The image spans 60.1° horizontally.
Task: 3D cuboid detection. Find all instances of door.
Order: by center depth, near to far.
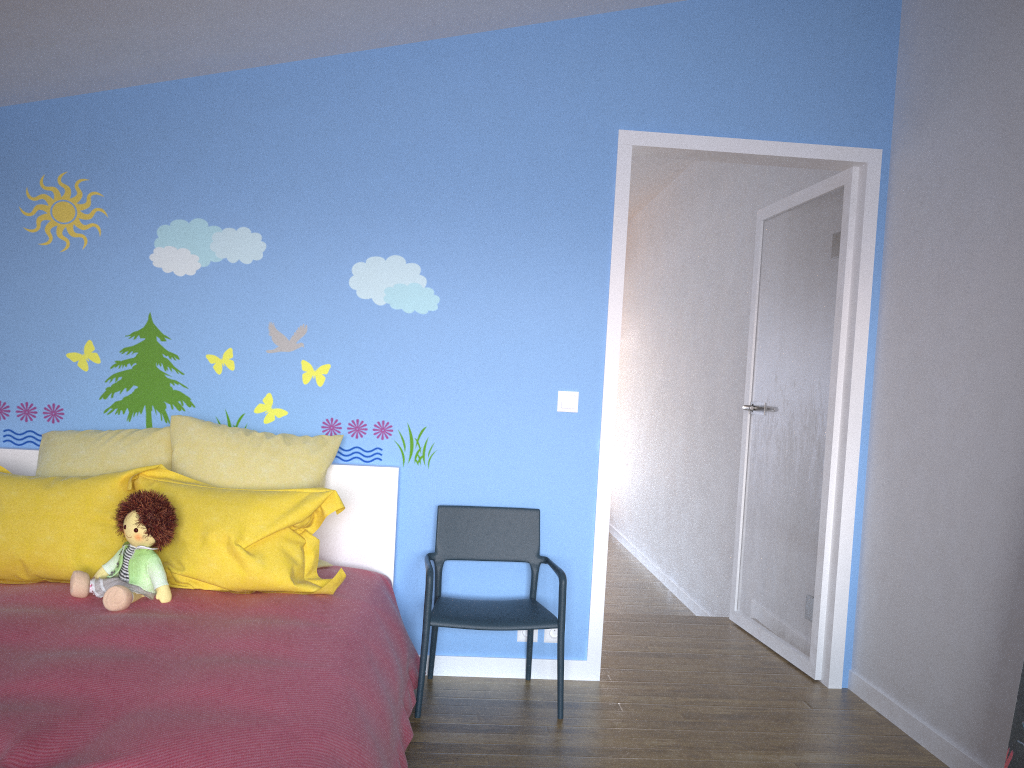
[{"bbox_3d":[0.829,0.127,3.945,1.033,2.134,0.996,3,2,-4],"label":"door"}]

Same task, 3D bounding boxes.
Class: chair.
[{"bbox_3d":[-0.082,0.805,3.205,0.512,0.676,0.415,3,2,-7],"label":"chair"}]

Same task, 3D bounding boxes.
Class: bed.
[{"bbox_3d":[-1.135,0.678,2.169,1.926,0.813,2.313,3,0,-4],"label":"bed"}]

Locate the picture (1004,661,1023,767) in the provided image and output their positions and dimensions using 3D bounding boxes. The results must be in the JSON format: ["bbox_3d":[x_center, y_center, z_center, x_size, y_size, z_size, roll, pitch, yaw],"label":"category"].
[{"bbox_3d":[1.398,0.213,1.732,0.207,2.024,0.955,3,2,-4],"label":"picture"}]

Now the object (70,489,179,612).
[{"bbox_3d":[-1.101,0.473,2.546,0.285,0.343,0.251,4,2,31],"label":"object"}]

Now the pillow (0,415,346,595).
[{"bbox_3d":[-1.189,0.375,2.933,1.345,0.533,0.678,3,1,-3],"label":"pillow"}]
